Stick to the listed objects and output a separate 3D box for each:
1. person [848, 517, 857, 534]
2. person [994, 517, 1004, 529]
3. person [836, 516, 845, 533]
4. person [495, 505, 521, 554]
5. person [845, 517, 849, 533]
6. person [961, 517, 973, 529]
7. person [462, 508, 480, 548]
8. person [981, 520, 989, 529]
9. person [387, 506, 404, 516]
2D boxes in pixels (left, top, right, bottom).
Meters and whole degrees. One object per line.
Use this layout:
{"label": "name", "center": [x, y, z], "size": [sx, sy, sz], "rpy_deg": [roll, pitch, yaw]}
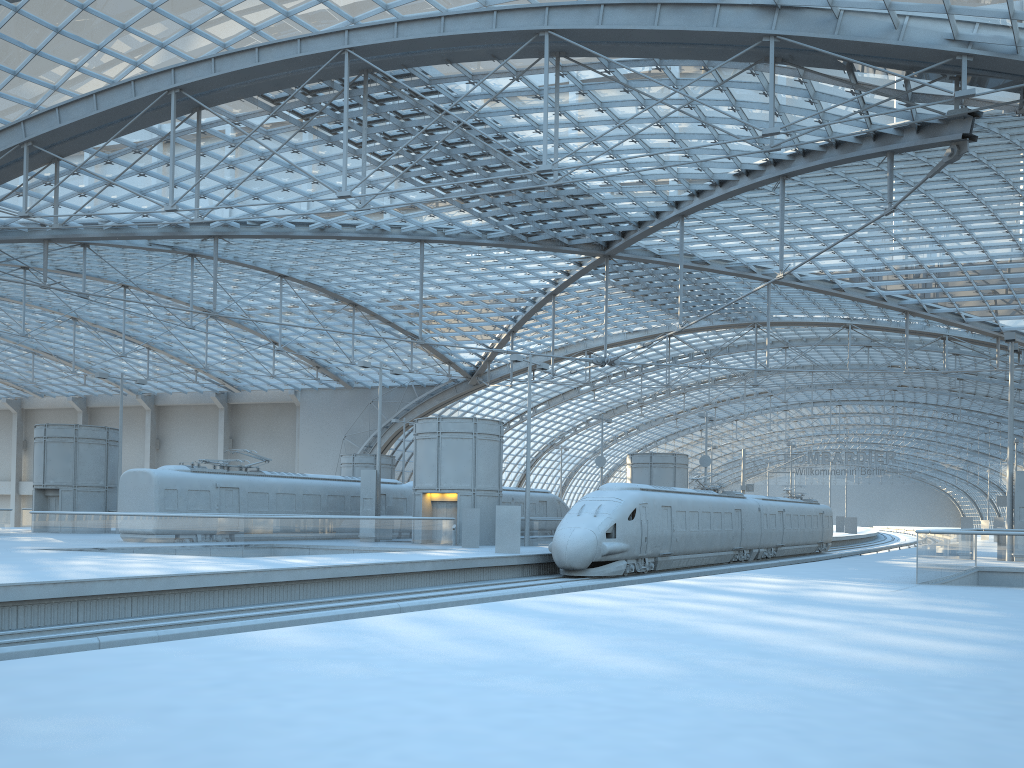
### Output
{"label": "person", "center": [34.176, 14.221, 88.082], "size": [0.827, 1.729, 0.001], "rpy_deg": [0, -1, 31]}
{"label": "person", "center": [34.427, 10.341, 62.230], "size": [0.068, 1.805, 0.784], "rpy_deg": [1, -2, -27]}
{"label": "person", "center": [35.832, 15.367, 96.150], "size": [0.900, 1.796, 0.001], "rpy_deg": [0, -1, 26]}
{"label": "person", "center": [-0.116, 5.088, 30.602], "size": [0.875, 1.703, 0.001], "rpy_deg": [1, -1, 5]}
{"label": "person", "center": [35.179, 14.749, 91.622], "size": [0.875, 1.703, 0.001], "rpy_deg": [0, -1, 31]}
{"label": "person", "center": [33.492, 10.682, 64.616], "size": [0.001, 1.796, 0.902], "rpy_deg": [2, -2, -34]}
{"label": "person", "center": [-1.623, 5.741, 34.884], "size": [0.710, 1.610, 0.001], "rpy_deg": [1, -1, 10]}
{"label": "person", "center": [37.014, 11.442, 68.737], "size": [0.001, 1.609, 0.810], "rpy_deg": [1, -2, -14]}
{"label": "person", "center": [-5.744, 6.878, 43.319], "size": [0.827, 1.730, 0.001], "rpy_deg": [1, -1, 5]}
